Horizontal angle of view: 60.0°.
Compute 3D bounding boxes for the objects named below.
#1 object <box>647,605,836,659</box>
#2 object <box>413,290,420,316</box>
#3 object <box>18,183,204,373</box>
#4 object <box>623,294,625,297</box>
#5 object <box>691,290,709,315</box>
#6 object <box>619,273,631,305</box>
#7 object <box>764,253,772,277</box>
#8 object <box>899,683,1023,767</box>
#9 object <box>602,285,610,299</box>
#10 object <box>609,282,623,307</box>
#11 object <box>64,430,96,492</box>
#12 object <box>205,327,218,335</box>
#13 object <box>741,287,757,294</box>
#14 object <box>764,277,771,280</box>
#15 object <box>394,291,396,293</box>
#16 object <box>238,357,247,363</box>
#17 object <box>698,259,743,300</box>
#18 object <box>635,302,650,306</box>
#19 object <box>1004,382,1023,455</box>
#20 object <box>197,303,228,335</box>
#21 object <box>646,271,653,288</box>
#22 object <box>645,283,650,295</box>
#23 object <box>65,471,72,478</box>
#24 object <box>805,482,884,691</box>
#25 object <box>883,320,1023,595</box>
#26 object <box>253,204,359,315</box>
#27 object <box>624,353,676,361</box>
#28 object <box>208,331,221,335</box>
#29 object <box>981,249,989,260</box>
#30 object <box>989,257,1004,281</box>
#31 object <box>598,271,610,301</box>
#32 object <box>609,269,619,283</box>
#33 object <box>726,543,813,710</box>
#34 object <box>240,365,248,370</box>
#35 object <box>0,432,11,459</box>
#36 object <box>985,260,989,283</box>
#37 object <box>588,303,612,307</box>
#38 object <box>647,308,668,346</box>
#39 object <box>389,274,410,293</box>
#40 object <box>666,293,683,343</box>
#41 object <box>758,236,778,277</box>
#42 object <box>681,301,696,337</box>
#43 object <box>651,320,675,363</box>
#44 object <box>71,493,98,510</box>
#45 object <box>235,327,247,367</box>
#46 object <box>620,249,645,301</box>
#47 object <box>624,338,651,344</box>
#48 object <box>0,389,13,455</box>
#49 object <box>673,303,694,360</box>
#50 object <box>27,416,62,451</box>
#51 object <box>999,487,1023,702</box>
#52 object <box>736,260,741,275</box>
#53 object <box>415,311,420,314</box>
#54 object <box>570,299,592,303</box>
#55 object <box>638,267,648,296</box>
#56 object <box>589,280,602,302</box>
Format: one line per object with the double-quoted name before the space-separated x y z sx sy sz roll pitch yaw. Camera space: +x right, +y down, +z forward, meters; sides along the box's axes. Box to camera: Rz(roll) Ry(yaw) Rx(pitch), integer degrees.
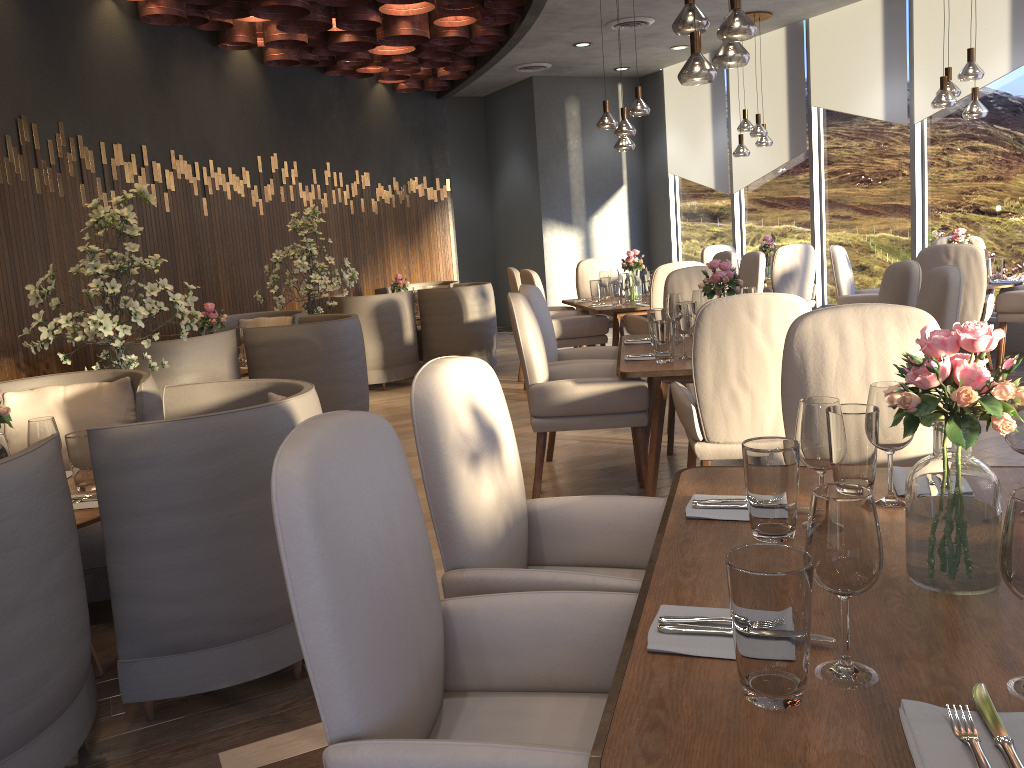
"object" 0.324 0.348 1.261 0.255 0.019 0.158 -1 10 18
"object" -0.912 -0.775 8.472 0.092 0.243 0.092 -11 10 -41
"object" -1.834 -0.109 4.120 0.788 1.609 0.750 -4 8 1
"object" 0.959 -0.771 7.700 0.157 0.019 0.256 -5 9 -7
"object" 0.969 -0.360 4.552 0.092 0.243 0.092 -5 8 -10
"object" 0.868 -0.730 6.813 0.092 0.243 0.092 -5 8 -5
"object" 2.546 -1.184 8.840 0.092 0.243 0.092 -9 9 -34
"object" 0.510 0.387 0.951 0.157 0.019 0.256 -2 10 15
"object" 0.802 -0.827 7.622 0.102 0.177 0.102 -9 9 -30
"object" 0.794 -0.680 6.741 0.102 0.177 0.102 2 10 38
"object" -1.327 0.240 2.763 0.102 0.177 0.103 -1 9 22
"object" -1.914 -0.238 5.682 0.092 0.243 0.092 2 10 37
"object" 1.203 -0.367 4.491 0.092 0.243 0.092 -6 8 -12
"object" 2.484 -1.044 8.707 0.157 0.019 0.256 -5 10 -8
"object" -1.096 -0.785 8.615 0.092 0.243 0.092 -5 8 -3
"object" -1.787 -0.154 5.809 0.157 0.019 0.256 -2 10 13
"object" 0.989 -0.381 4.169 0.210 0.414 0.199 -1 9 22
"object" 1.032 -0.610 6.704 0.157 0.019 0.256 -6 10 -11
"object" 0.972 0.122 1.660 0.092 0.243 0.092 -8 9 -25
"object" -1.864 -0.302 5.523 0.198 0.414 0.211 -6 8 -13
"object" 1.086 -0.750 6.841 0.092 0.243 0.092 -5 8 -9
"object" 1.195 -0.856 7.631 0.102 0.177 0.102 -5 8 -3
"object" -1.544 0.316 2.887 0.157 0.019 0.256 -5 9 -5
"object" 0.418 0.252 1.115 0.092 0.243 0.092 -9 9 -29
"object" 0.680 0.109 1.363 0.210 0.414 0.198 3 11 42
"object" -1.588 -0.602 6.970 0.747 1.609 0.791 3 11 41
"object" 0.634 -0.129 3.989 0.255 0.019 0.158 -3 10 9
"object" -1.794 -0.197 5.386 0.092 0.243 0.092 -9 9 -31
"object" 3.511 -0.884 6.625 0.092 0.243 0.092 0 9 30
"object" 3.622 -0.860 6.636 0.102 0.177 0.102 -9 9 -30
"object" 0.768 -0.816 7.374 0.092 0.243 0.092 1 9 34
"object" 0.876 -0.852 7.539 0.092 0.243 0.092 -5 8 -4
"object" 0.317 0.297 1.085 0.102 0.177 0.102 4 11 44
"object" -1.575 -0.112 5.467 0.255 0.019 0.158 -2 10 14
"object" -1.444 0.262 2.479 0.092 0.243 0.092 3 10 41
"object" 3.361 -0.794 6.348 0.102 0.177 0.102 -7 9 -20
"object" 0.727 -0.621 6.901 0.255 0.019 0.158 -5 10 -8
"object" 0.723 -0.281 4.379 0.102 0.177 0.103 0 9 25
"object" -1.066 -0.846 8.446 0.198 0.414 0.211 -4 8 -3
"object" 0.816 -0.328 4.426 0.092 0.243 0.092 -9 9 -33
"object" 2.593 -1.297 8.978 0.198 0.414 0.211 -4 8 -3
"object" 0.921 -0.341 4.653 0.102 0.177 0.103 -2 8 16
"object" 0.654 -0.182 3.815 0.102 0.177 0.102 -8 9 -25
"object" -1.260 0.340 2.619 0.255 0.019 0.158 -5 9 -4
"object" -1.695 -0.236 5.574 0.092 0.243 0.092 1 9 33
"object" 0.983 -0.880 7.166 0.210 0.414 0.198 -6 8 -13
"object" 0.702 -0.228 4.553 0.255 0.019 0.158 -3 10 9
"object" -1.549 0.166 2.580 0.210 0.414 0.198 3 11 42
"object" 0.748 -0.229 3.862 0.092 0.243 0.092 -10 10 -38
"object" -1.411 0.225 2.688 0.092 0.243 0.092 2 10 38
"object" 0.626 0.249 1.044 0.092 0.243 0.092 -5 8 -5
"object" 2.348 -1.188 9.146 0.102 0.177 0.102 -12 11 -43
"object" -0.952 -0.699 8.721 0.157 0.019 0.256 0 10 22
"object" 0.626 -0.707 7.461 0.255 0.019 0.158 -5 10 -8
"object" 1.118 -0.870 7.549 0.092 0.243 0.092 -10 10 -34
"object" 0.694 -0.766 7.302 0.102 0.177 0.103 -3 8 8
